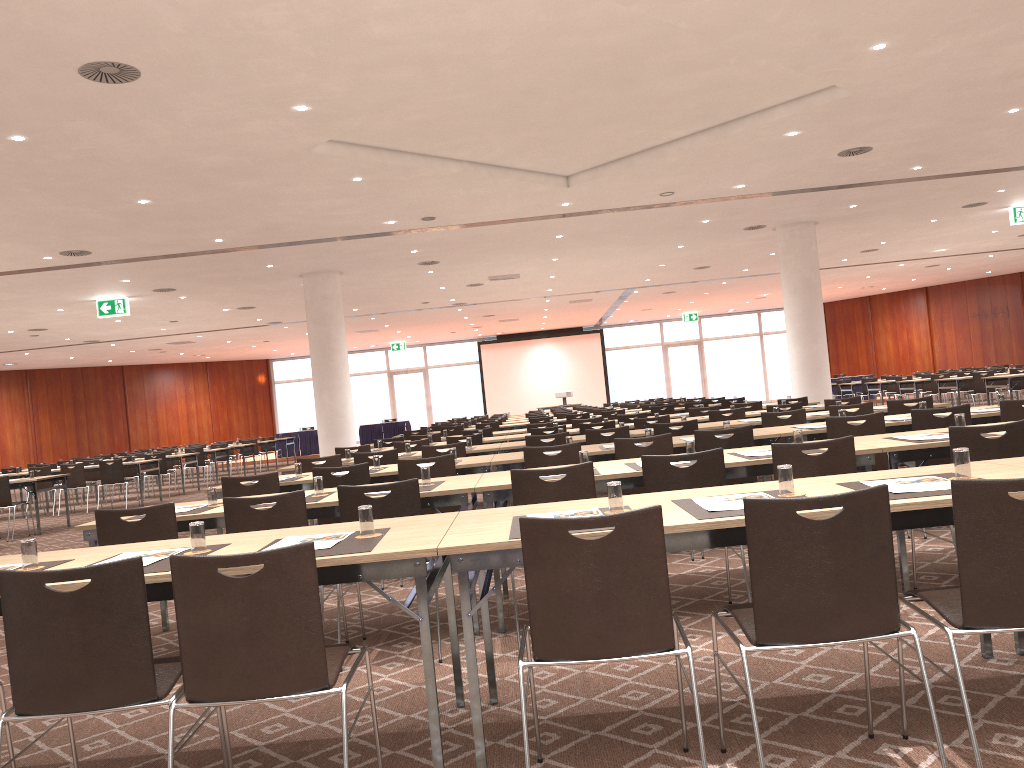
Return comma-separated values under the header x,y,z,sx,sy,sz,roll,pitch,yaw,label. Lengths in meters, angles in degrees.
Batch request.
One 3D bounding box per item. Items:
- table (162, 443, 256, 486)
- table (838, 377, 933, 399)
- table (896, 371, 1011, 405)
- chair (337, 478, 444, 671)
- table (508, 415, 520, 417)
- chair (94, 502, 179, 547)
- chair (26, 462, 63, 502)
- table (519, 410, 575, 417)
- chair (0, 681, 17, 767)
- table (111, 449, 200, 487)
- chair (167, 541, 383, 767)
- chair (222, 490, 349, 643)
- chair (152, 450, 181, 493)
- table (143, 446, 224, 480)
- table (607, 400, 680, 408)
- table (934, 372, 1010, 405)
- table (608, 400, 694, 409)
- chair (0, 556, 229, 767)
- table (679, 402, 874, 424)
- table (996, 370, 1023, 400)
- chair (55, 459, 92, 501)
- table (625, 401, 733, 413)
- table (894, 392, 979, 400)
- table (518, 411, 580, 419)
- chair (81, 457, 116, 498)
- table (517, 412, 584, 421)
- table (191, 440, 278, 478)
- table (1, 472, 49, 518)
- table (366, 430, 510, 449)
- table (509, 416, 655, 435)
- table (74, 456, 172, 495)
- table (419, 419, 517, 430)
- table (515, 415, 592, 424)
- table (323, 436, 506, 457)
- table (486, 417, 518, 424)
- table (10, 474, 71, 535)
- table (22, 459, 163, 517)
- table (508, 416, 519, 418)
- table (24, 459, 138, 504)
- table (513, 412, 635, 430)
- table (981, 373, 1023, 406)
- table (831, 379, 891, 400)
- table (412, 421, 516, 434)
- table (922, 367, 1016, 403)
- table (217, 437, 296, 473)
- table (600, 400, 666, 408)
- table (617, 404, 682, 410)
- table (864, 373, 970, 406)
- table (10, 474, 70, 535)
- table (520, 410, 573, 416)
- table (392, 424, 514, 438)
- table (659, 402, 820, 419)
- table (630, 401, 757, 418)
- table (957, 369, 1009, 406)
x,y,z,sx,sy,sz,roll,pitch,yaw,label
-7.896,2.092,23.078,2.267,0.833,0.953,-6,-1,1,table
10.426,0.300,24.719,2.267,0.833,0.953,-6,-1,1,table
10.345,0.235,20.719,2.267,0.833,0.953,-6,-1,1,table
-0.656,0.985,4.835,0.535,0.939,0.614,-6,-1,2,chair
-0.853,1.462,26.940,2.267,0.833,0.953,-6,-1,1,table
-1.948,1.114,4.860,0.535,0.939,0.614,-6,-1,2,chair
-10.907,2.292,20.598,0.535,0.939,0.614,-6,-1,3,chair
1.365,1.204,24.897,2.267,0.833,0.953,-6,-1,1,table
-2.030,1.085,2.826,0.535,0.939,0.614,-6,-1,1,chair
-10.114,2.349,25.122,2.267,0.833,0.953,-6,-1,1,table
-0.757,0.958,2.801,0.535,0.939,0.614,-6,-1,0,chair
-1.255,1.044,4.812,0.535,0.939,0.614,-6,-1,1,chair
-7.949,1.994,20.399,0.535,0.939,0.614,-6,-1,-2,chair
-10.073,2.382,27.122,2.267,0.833,0.953,-6,-1,1,table
3.623,0.979,24.852,2.267,0.833,0.953,-6,-1,1,table
10.305,0.203,18.720,2.267,0.833,0.953,-6,-1,1,table
3.583,0.947,22.853,2.267,0.833,0.953,-6,-1,1,table
-1.296,1.013,2.847,0.535,0.939,0.614,-6,-1,-2,chair
3.350,0.760,11.355,2.267,0.833,0.953,-6,-1,1,table
12.603,0.010,20.675,2.267,0.833,0.953,-6,-1,1,table
-10.186,2.219,20.524,0.535,0.939,0.614,-6,-1,3,chair
3.502,0.882,18.854,2.267,0.833,0.953,-6,-1,1,table
12.725,0.108,26.674,2.267,0.833,0.953,-6,-1,1,table
1.324,1.172,22.897,2.267,0.833,0.953,-6,-1,1,table
-9.562,2.155,20.431,0.535,0.939,0.614,-6,-1,-2,chair
1.284,1.139,20.897,2.267,0.833,0.953,-6,-1,1,table
-7.855,2.124,25.078,2.267,0.833,0.953,-6,-1,1,table
-10.275,2.219,17.124,2.267,0.833,0.953,-6,-1,1,table
-1.126,1.243,13.443,2.267,0.833,0.953,-6,-1,1,table
1.132,1.017,13.399,2.267,0.833,0.953,-6,-1,1,table
-10.154,2.317,23.122,2.267,0.833,0.953,-6,-1,1,table
-0.975,1.365,20.942,2.267,0.833,0.953,-6,-1,1,table
1.243,1.107,18.898,2.267,0.833,0.953,-6,-1,1,table
-1.167,1.210,11.444,2.267,0.833,0.953,-6,-1,1,table
-0.934,1.397,22.941,2.267,0.833,0.953,-6,-1,1,table
-8.088,1.937,13.580,2.267,0.833,0.953,-6,-1,1,table
-8.017,1.994,17.079,2.267,0.833,0.953,-6,-1,1,table
-0.894,1.430,24.941,2.267,0.833,0.953,-6,-1,1,table
-10.195,2.284,21.123,2.267,0.833,0.953,-6,-1,1,table
1.203,1.074,16.898,2.267,0.833,0.953,-6,-1,1,table
10.264,0.170,16.720,2.267,0.833,0.953,-6,-1,1,table
10.466,0.333,26.718,2.267,0.833,0.953,-6,-1,1,table
-1.015,1.332,18.942,2.267,0.833,0.953,-6,-1,1,table
12.684,0.075,24.674,2.267,0.833,0.953,-6,-1,1,table
-7.815,2.157,27.077,2.267,0.833,0.953,-6,-1,1,table
3.664,1.012,26.852,2.267,0.833,0.953,-6,-1,1,table
3.542,0.914,20.853,2.267,0.833,0.953,-6,-1,1,table
10.385,0.268,22.719,2.267,0.833,0.953,-6,-1,1,table
-8.088,1.937,13.580,2.267,0.833,0.953,-6,-1,1,table
1.405,1.237,26.896,2.267,0.833,0.953,-6,-1,1,table
-1.056,1.300,16.943,2.267,0.833,0.953,-6,-1,1,table
3.391,0.792,13.355,2.267,0.833,0.953,-6,-1,1,table
3.461,0.849,16.854,2.267,0.833,0.953,-6,-1,1,table
12.644,0.043,22.675,2.267,0.833,0.953,-6,-1,1,table
